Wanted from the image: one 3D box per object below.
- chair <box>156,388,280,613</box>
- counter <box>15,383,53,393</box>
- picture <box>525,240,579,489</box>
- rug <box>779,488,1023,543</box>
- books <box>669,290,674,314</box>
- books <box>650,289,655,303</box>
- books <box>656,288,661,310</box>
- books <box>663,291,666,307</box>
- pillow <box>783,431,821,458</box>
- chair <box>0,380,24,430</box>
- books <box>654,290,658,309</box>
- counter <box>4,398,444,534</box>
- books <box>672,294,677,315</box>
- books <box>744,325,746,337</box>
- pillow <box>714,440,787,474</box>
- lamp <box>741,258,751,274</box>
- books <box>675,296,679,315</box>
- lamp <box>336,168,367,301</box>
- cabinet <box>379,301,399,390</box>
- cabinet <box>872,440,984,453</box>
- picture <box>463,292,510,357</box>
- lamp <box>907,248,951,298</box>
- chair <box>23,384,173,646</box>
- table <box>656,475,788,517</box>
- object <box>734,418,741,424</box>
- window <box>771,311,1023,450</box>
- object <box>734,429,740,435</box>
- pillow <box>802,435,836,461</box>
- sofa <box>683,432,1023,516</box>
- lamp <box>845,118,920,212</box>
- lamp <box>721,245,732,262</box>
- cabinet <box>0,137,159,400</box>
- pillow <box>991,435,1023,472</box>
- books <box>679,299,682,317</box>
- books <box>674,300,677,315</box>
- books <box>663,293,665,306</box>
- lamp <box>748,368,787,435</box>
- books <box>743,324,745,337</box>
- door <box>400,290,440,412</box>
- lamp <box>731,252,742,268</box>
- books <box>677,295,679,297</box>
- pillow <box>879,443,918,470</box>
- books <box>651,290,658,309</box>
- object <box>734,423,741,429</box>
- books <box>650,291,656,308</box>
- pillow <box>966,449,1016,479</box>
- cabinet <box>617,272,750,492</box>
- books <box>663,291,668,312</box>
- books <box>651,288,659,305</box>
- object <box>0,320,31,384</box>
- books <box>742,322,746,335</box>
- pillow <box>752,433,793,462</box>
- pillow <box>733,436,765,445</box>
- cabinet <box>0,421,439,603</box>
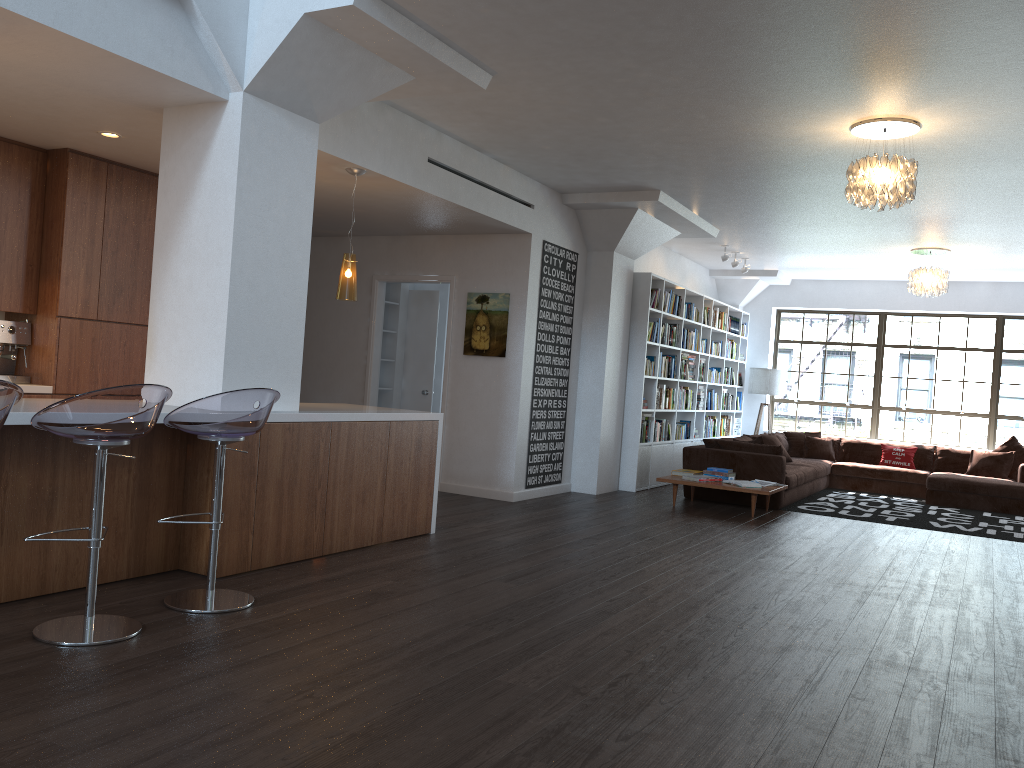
[{"bbox_3d":[-1.372,0.508,4.126,0.481,1.014,0.530,4,0,30],"label":"chair"},{"bbox_3d":[-4.455,-0.045,4.295,0.600,0.050,4.387,4,0,28],"label":"counter"},{"bbox_3d":[0.409,-0.173,8.798,0.021,2.380,0.800,4,0,29],"label":"picture"},{"bbox_3d":[5.247,1.470,9.460,4.200,0.007,3.100,4,0,30],"label":"rug"},{"bbox_3d":[1.798,-0.968,10.488,0.197,0.290,0.136,4,0,28],"label":"books"},{"bbox_3d":[1.468,-0.953,9.858,0.182,0.215,0.188,4,0,28],"label":"books"},{"bbox_3d":[1.591,-0.965,10.092,0.170,0.251,0.118,4,0,28],"label":"books"},{"bbox_3d":[1.684,-0.954,10.269,0.159,0.248,0.089,4,0,28],"label":"books"},{"bbox_3d":[4.115,0.860,12.446,0.580,0.418,0.334,4,0,2],"label":"pillow"},{"bbox_3d":[-1.988,0.469,3.019,0.481,1.014,0.530,4,0,26],"label":"chair"},{"bbox_3d":[1.561,-0.951,10.024,0.161,0.222,0.084,4,0,28],"label":"books"},{"bbox_3d":[-1.975,0.551,2.657,3.039,0.860,8.182,4,0,-1],"label":"counter"},{"bbox_3d":[1.861,-0.945,10.572,0.182,0.253,0.098,4,0,28],"label":"books"},{"bbox_3d":[3.515,-0.812,13.632,0.139,0.191,0.036,4,0,28],"label":"books"},{"bbox_3d":[2.560,0.798,9.521,0.750,0.364,0.289,4,0,28],"label":"pillow"},{"bbox_3d":[3.151,-1.595,11.974,0.120,0.211,0.111,4,0,3],"label":"lamp"},{"bbox_3d":[1.898,-0.939,10.650,0.174,0.243,0.085,4,0,28],"label":"books"},{"bbox_3d":[-1.111,-1.028,6.130,0.149,0.900,0.149,4,0,-17],"label":"lamp"},{"bbox_3d":[-1.071,-0.494,10.552,0.527,2.991,2.630,4,0,28],"label":"cabinet"},{"bbox_3d":[5.869,1.188,12.557,1.520,0.625,0.350,4,0,28],"label":"cabinet"},{"bbox_3d":[-0.244,-0.565,8.424,0.450,0.600,0.030,4,0,28],"label":"picture"},{"bbox_3d":[4.869,-1.288,10.361,0.442,0.539,0.441,4,0,-19],"label":"lamp"},{"bbox_3d":[-1.671,0.489,3.572,0.481,1.014,0.530,4,0,26],"label":"chair"},{"bbox_3d":[2.099,1.110,8.867,1.100,0.271,0.853,4,0,28],"label":"table"},{"bbox_3d":[3.288,0.551,13.543,0.316,0.088,0.410,4,0,28],"label":"object"},{"bbox_3d":[6.218,-0.055,13.029,4.648,1.905,0.114,4,0,28],"label":"window"},{"bbox_3d":[3.282,0.727,13.540,0.331,0.088,0.410,4,0,28],"label":"object"},{"bbox_3d":[4.236,0.888,12.270,0.489,0.337,0.238,4,0,-2],"label":"pillow"},{"bbox_3d":[4.324,1.066,10.552,3.481,0.664,4.197,4,0,28],"label":"sofa"},{"bbox_3d":[2.465,-1.439,5.909,0.442,0.539,0.441,4,0,-19],"label":"lamp"},{"bbox_3d":[2.664,-1.625,11.073,0.120,0.211,0.111,4,0,-27],"label":"lamp"},{"bbox_3d":[-4.208,-0.446,4.694,0.598,2.499,5.299,4,0,28],"label":"cabinet"},{"bbox_3d":[6.348,0.946,11.340,0.651,0.587,0.335,4,0,7],"label":"pillow"},{"bbox_3d":[1.971,-0.930,10.806,0.167,0.233,0.077,4,0,28],"label":"books"},{"bbox_3d":[1.874,-0.946,10.618,0.182,0.255,0.077,4,0,28],"label":"books"},{"bbox_3d":[1.676,-0.941,10.238,0.161,0.222,0.084,4,0,28],"label":"books"},{"bbox_3d":[3.866,0.557,13.585,0.545,1.579,0.545,4,0,17],"label":"lamp"},{"bbox_3d":[3.493,-0.816,13.597,0.136,0.196,0.045,4,0,28],"label":"books"},{"bbox_3d":[-1.217,-0.031,9.874,0.826,2.032,0.174,4,0,28],"label":"door"},{"bbox_3d":[2.904,-1.610,11.518,0.120,0.211,0.111,4,0,-12],"label":"lamp"},{"bbox_3d":[1.905,-0.950,10.709,0.180,0.265,0.103,4,0,28],"label":"books"},{"bbox_3d":[5.188,0.976,11.914,0.465,0.308,0.220,4,0,25],"label":"pillow"},{"bbox_3d":[1.542,-0.951,9.995,0.161,0.218,0.101,4,0,28],"label":"books"},{"bbox_3d":[3.288,0.639,13.540,0.331,0.088,0.410,4,0,28],"label":"object"},{"bbox_3d":[1.504,-0.948,9.942,0.167,0.210,0.162,4,0,28],"label":"books"},{"bbox_3d":[6.083,1.010,11.294,0.248,0.362,0.542,4,0,-41],"label":"pillow"},{"bbox_3d":[2.305,0.034,11.798,0.461,2.414,4.500,4,0,28],"label":"cabinet"},{"bbox_3d":[1.706,-0.955,10.306,0.170,0.251,0.118,4,0,28],"label":"books"},{"bbox_3d":[1.569,-0.964,10.055,0.159,0.248,0.089,4,0,28],"label":"books"},{"bbox_3d":[-3.506,-0.231,6.116,0.439,0.455,0.284,4,0,28],"label":"object"},{"bbox_3d":[3.532,-0.831,13.669,0.140,0.231,0.042,4,0,28],"label":"books"},{"bbox_3d":[3.238,0.819,11.081,0.325,0.391,0.625,5,0,45],"label":"pillow"},{"bbox_3d":[2.656,0.762,9.773,0.269,0.411,0.559,4,0,-16],"label":"pillow"},{"bbox_3d":[-2.007,0.562,4.521,0.898,0.796,4.493,4,0,28],"label":"cabinet"}]
